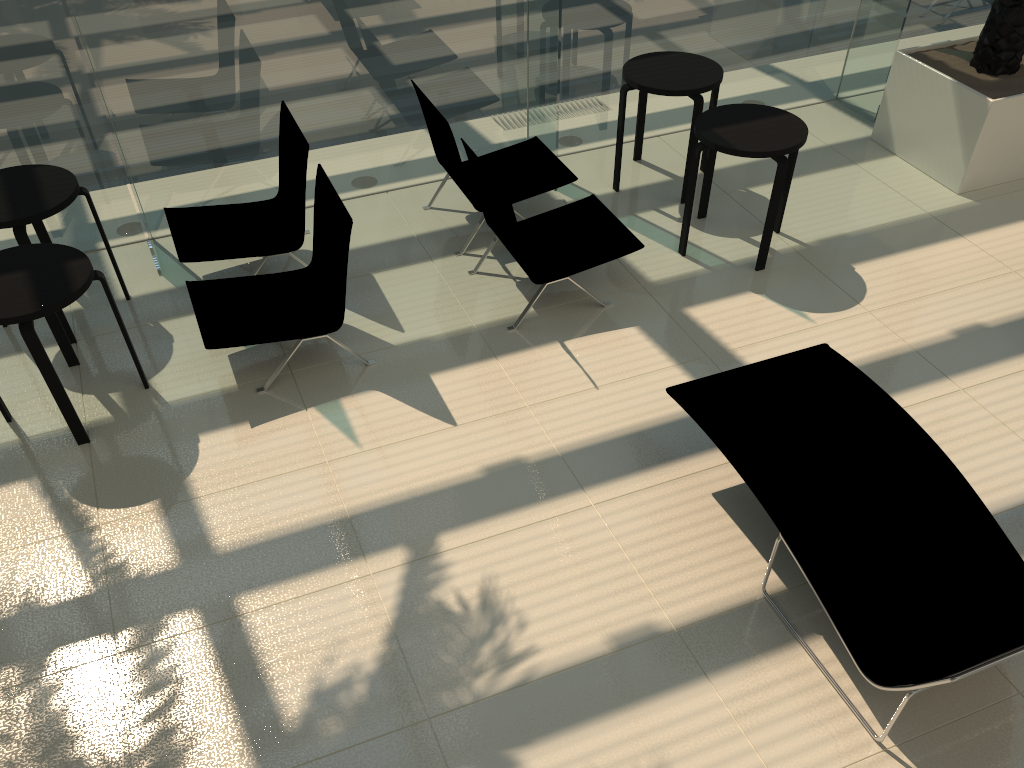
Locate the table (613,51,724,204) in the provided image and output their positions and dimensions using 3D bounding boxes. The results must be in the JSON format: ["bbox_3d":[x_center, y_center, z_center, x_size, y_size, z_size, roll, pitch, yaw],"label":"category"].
[{"bbox_3d":[1.097,-1.822,6.205,0.676,0.848,0.624,10,45,12],"label":"table"}]

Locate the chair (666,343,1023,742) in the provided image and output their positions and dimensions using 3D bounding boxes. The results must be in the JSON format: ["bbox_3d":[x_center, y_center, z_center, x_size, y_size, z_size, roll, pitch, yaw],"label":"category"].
[{"bbox_3d":[1.546,0.381,3.570,0.912,1.258,1.883,-17,46,-16],"label":"chair"}]

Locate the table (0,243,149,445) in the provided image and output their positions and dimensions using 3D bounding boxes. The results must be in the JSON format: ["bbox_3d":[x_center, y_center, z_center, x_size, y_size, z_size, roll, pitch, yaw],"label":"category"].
[{"bbox_3d":[-2.424,-0.209,4.589,0.669,0.848,0.631,17,46,18],"label":"table"}]

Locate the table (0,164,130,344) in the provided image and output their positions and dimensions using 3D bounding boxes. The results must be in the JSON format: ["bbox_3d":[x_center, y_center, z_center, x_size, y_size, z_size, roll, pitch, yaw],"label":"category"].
[{"bbox_3d":[-2.792,-0.769,5.185,0.669,0.848,0.631,17,46,18],"label":"table"}]

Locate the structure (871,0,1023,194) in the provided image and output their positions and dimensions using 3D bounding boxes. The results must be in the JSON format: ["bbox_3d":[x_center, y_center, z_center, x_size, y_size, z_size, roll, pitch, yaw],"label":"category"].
[{"bbox_3d":[3.299,-4.535,4.093,4.366,7.617,4.494,-21,47,-20],"label":"structure"}]

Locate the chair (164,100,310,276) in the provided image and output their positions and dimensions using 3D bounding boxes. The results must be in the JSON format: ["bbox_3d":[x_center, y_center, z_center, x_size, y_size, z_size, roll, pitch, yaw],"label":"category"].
[{"bbox_3d":[-1.694,-1.105,5.425,0.878,0.965,0.661,-16,45,-15],"label":"chair"}]

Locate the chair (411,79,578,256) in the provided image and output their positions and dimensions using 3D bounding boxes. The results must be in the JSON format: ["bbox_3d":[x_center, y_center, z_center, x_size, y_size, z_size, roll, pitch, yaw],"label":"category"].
[{"bbox_3d":[-0.107,-1.522,5.828,0.878,0.965,0.661,-16,45,-15],"label":"chair"}]

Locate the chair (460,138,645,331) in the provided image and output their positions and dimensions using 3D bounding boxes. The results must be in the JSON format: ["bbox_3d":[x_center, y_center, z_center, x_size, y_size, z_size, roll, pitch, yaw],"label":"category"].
[{"bbox_3d":[0.248,-0.984,5.255,0.878,0.965,0.661,-16,45,-15],"label":"chair"}]

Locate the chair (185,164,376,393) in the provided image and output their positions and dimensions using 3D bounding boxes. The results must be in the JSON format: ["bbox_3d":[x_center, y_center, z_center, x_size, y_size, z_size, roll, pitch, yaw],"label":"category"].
[{"bbox_3d":[-1.340,-0.566,4.852,0.878,0.965,0.661,-16,45,-15],"label":"chair"}]

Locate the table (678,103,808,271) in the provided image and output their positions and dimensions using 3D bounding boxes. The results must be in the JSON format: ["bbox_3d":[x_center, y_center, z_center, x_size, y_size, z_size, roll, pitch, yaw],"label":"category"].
[{"bbox_3d":[1.465,-1.262,5.609,0.676,0.848,0.624,10,45,12],"label":"table"}]
